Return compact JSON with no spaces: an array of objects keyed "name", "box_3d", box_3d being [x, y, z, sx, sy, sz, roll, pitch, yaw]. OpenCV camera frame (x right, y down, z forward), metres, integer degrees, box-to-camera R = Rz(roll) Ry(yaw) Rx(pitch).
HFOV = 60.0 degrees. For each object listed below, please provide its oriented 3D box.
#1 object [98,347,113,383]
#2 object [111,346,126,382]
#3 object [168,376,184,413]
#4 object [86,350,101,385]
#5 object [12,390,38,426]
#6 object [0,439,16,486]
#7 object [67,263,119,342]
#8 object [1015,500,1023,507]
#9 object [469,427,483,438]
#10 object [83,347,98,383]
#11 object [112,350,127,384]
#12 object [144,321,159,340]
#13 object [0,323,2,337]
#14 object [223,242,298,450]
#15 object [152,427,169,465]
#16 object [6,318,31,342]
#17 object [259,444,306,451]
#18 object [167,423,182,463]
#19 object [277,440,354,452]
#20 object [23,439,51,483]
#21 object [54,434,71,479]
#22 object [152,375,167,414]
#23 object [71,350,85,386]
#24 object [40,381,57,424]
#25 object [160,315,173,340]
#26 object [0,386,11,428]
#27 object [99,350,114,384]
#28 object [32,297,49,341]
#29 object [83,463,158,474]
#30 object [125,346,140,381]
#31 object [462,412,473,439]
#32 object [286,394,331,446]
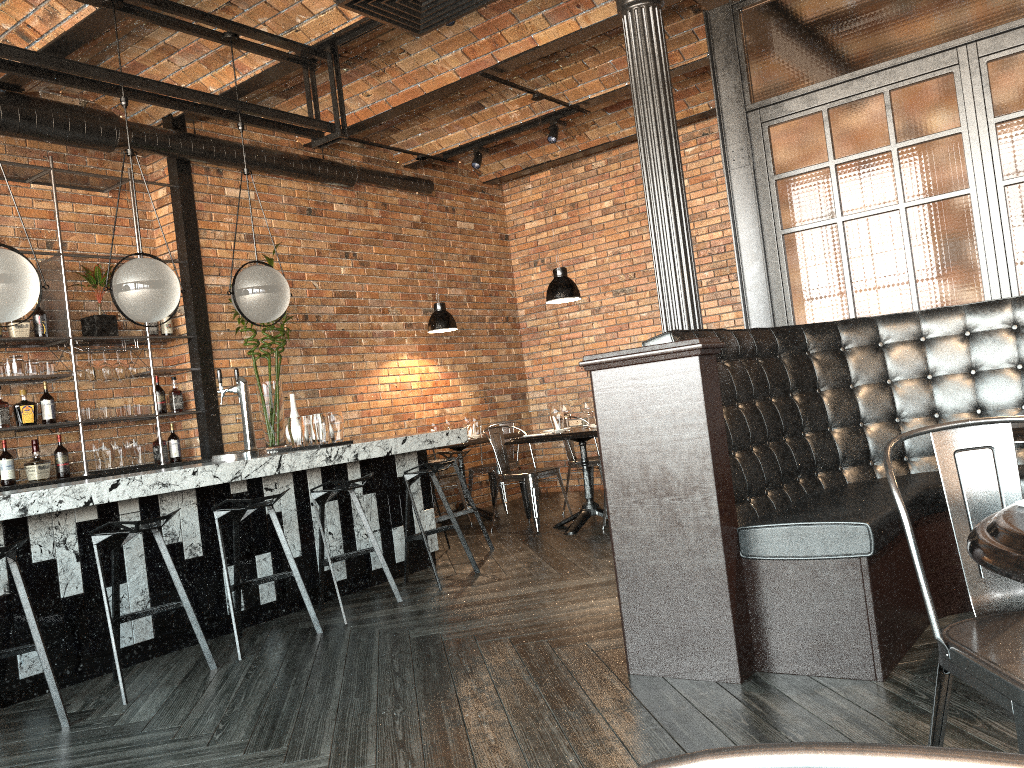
[{"name":"object","box_3d":[-2.847,-0.136,6.203,0.092,0.244,0.092,-7,-1,-14]},{"name":"object","box_3d":[-2.788,-0.141,6.283,0.092,0.244,0.092,-7,-1,-14]},{"name":"object","box_3d":[-2.547,0.084,6.715,0.083,0.282,0.083,-6,-2,-43]},{"name":"object","box_3d":[-2.978,-0.117,6.302,0.092,0.244,0.092,-7,-1,-14]},{"name":"object","box_3d":[-3.200,0.162,5.827,0.151,0.248,0.094,-6,-2,-44]},{"name":"object","box_3d":[-3.253,0.505,5.705,0.086,0.298,0.086,-7,-1,-5]},{"name":"object","box_3d":[-2.911,-0.595,6.301,0.398,0.560,0.374,-7,-1,9]},{"name":"object","box_3d":[0.852,0.166,1.243,0.157,0.019,0.255,-7,-1,-3]},{"name":"object","box_3d":[-0.390,0.445,8.400,0.232,0.139,0.232,-7,-2,-21]},{"name":"object","box_3d":[-2.912,-0.130,6.115,0.092,0.244,0.092,-7,-1,-14]},{"name":"object","box_3d":[-2.858,-0.128,6.464,0.092,0.244,0.092,-7,-1,-14]},{"name":"object","box_3d":[-2.698,-0.475,6.621,0.083,0.282,0.083,-6,-2,-38]},{"name":"object","box_3d":[-3.360,-0.422,5.737,0.086,0.299,0.086,-7,-1,-5]},{"name":"object","box_3d":[-1.860,-0.272,6.772,0.584,1.546,0.673,-7,-1,-15]},{"name":"object","box_3d":[-2.607,0.454,6.564,0.083,0.282,0.083,-8,-2,22]},{"name":"object","box_3d":[-3.256,-0.422,5.843,0.123,0.279,0.123,-6,-2,-45]},{"name":"object","box_3d":[-1.795,0.493,6.759,0.622,0.014,0.622,-7,-1,9]},{"name":"object","box_3d":[-2.544,0.442,6.673,0.086,0.298,0.086,-7,-1,-5]},{"name":"object","box_3d":[-1.230,0.390,5.546,0.437,0.019,0.273,-8,-2,37]},{"name":"object","box_3d":[-3.127,0.503,5.838,0.123,0.279,0.123,-8,-2,25]},{"name":"object","box_3d":[-3.041,0.485,5.984,0.086,0.299,0.086,-7,-1,-5]},{"name":"object","box_3d":[-2.631,0.083,6.608,0.086,0.299,0.086,-7,-1,-5]},{"name":"object","box_3d":[-3.043,-0.111,6.213,0.092,0.244,0.092,-7,-1,-14]},{"name":"object","box_3d":[-3.123,0.130,5.960,0.086,0.298,0.086,-7,-1,-5]},{"name":"object","box_3d":[-2.637,-0.488,6.750,0.086,0.298,0.086,-7,-1,0]},{"name":"object","box_3d":[-3.294,0.152,5.705,0.083,0.282,0.083,-8,-2,22]},{"name":"object","box_3d":[-2.919,-0.122,6.381,0.092,0.244,0.092,-7,-1,-14]},{"name":"object","box_3d":[-3.181,-0.439,5.974,0.086,0.297,0.086,-7,-1,-5]},{"name":"object","box_3d":[-2.750,0.598,6.253,0.273,0.019,0.437,-8,-2,37]},{"name":"object","box_3d":[-2.727,-0.147,6.366,0.092,0.244,0.092,-7,-1,-14]},{"name":"object","box_3d":[-0.406,0.381,8.122,0.092,0.244,0.092,-8,-2,42]},{"name":"object","box_3d":[-1.510,0.261,6.524,0.316,0.397,0.319,-7,-1,-4]}]
